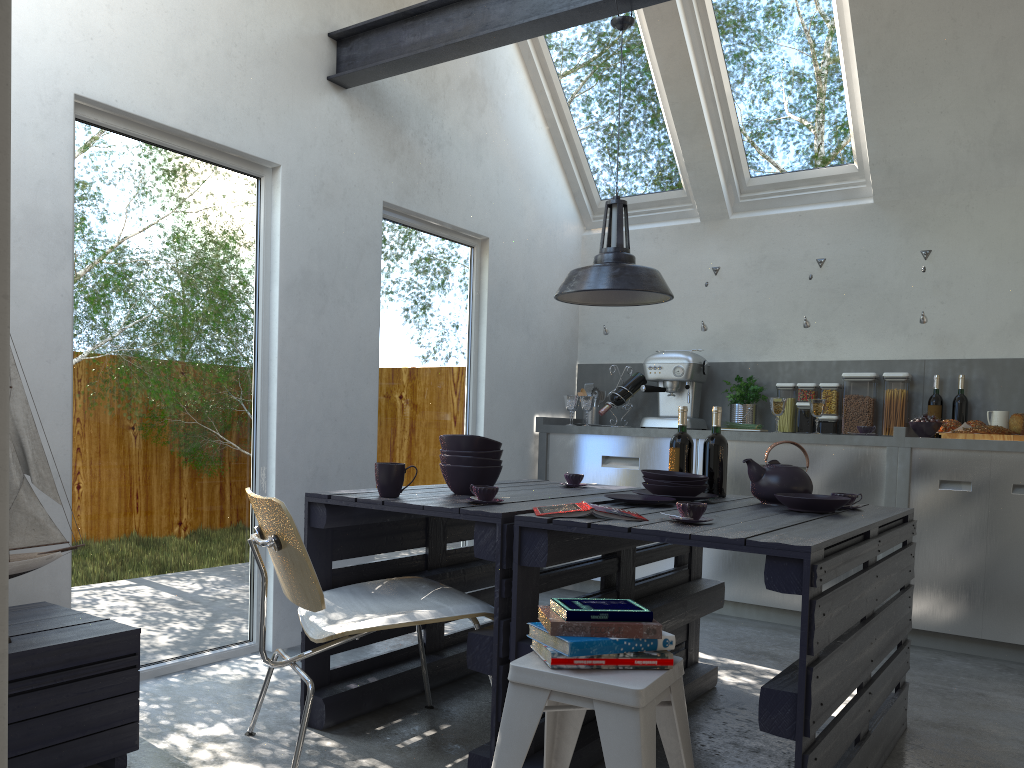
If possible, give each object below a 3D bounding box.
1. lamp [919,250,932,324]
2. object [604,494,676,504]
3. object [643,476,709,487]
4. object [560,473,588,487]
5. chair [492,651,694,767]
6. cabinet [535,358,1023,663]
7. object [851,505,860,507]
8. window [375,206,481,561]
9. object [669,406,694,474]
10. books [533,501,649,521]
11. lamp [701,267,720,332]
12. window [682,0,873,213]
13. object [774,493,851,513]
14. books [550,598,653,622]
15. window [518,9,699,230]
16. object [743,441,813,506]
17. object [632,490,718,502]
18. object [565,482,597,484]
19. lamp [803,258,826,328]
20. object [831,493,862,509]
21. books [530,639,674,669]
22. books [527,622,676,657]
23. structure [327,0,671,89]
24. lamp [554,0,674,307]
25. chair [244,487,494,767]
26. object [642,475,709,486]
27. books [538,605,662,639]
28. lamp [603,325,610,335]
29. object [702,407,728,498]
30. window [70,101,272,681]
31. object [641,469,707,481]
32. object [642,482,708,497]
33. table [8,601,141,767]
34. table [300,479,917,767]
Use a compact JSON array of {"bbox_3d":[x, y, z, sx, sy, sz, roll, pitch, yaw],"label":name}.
[{"bbox_3d":[2.192,-0.521,4.629,0.062,0.436,0.323,3,1,22],"label":"lamp"},{"bbox_3d":[0.428,0.389,2.936,0.248,0.019,0.220,0,-3,39],"label":"object"},{"bbox_3d":[0.585,0.368,3.140,0.242,0.063,0.216,0,-3,39],"label":"object"},{"bbox_3d":[0.259,0.401,3.652,0.121,0.056,0.111,1,-2,22],"label":"object"},{"bbox_3d":[0.195,0.901,2.063,0.443,0.506,0.414,2,0,29],"label":"chair"},{"bbox_3d":[1.520,0.590,4.983,3.016,1.481,0.535,1,1,35],"label":"cabinet"},{"bbox_3d":[1.149,0.418,2.976,0.124,0.013,0.029,5,-3,-44],"label":"object"},{"bbox_3d":[-0.492,0.192,4.809,0.062,2.134,0.928,4,2,33],"label":"window"},{"bbox_3d":[0.662,0.259,3.418,0.088,0.346,0.094,2,2,-18],"label":"object"},{"bbox_3d":[0.218,0.360,2.514,0.307,0.030,0.221,2,-3,3],"label":"books"},{"bbox_3d":[1.210,-0.523,5.325,0.062,0.436,0.323,3,1,22],"label":"lamp"},{"bbox_3d":[1.409,-1.776,4.660,0.879,1.393,1.394,3,0,34],"label":"window"},{"bbox_3d":[0.983,0.391,2.870,0.223,0.047,0.235,3,-3,-15],"label":"object"},{"bbox_3d":[0.208,0.534,2.066,0.201,0.025,0.146,2,-3,-8],"label":"books"},{"bbox_3d":[0.559,-1.771,5.271,0.879,1.400,1.401,3,0,34],"label":"window"},{"bbox_3d":[0.964,0.318,3.131,0.224,0.233,0.205,2,0,36],"label":"object"},{"bbox_3d":[0.584,0.404,3.144,0.283,0.024,0.308,3,-3,-24],"label":"object"},{"bbox_3d":[0.289,0.420,3.677,0.135,0.013,0.027,1,-2,14],"label":"object"},{"bbox_3d":[1.707,-0.522,4.968,0.063,0.438,0.313,4,1,33],"label":"lamp"},{"bbox_3d":[1.144,0.403,3.017,0.122,0.056,0.110,1,-2,27],"label":"object"},{"bbox_3d":[0.205,0.629,2.069,0.280,0.035,0.201,2,-3,-8],"label":"books"},{"bbox_3d":[0.206,0.595,2.067,0.273,0.033,0.206,3,-3,-24],"label":"books"},{"bbox_3d":[-0.537,-1.483,3.835,2.669,0.209,0.128,0,0,35],"label":"structure"},{"bbox_3d":[0.387,-0.861,3.193,0.456,1.100,0.405,3,2,34],"label":"lamp"},{"bbox_3d":[-0.447,0.746,2.732,0.739,0.821,0.725,2,0,-25],"label":"chair"},{"bbox_3d":[0.586,0.355,3.143,0.243,0.063,0.215,0,-3,39],"label":"object"},{"bbox_3d":[0.202,0.562,2.068,0.253,0.032,0.175,2,-3,-3],"label":"books"},{"bbox_3d":[0.681,-0.524,5.695,0.063,0.438,0.313,4,1,33],"label":"lamp"},{"bbox_3d":[0.778,0.259,3.346,0.088,0.346,0.094,1,2,-23],"label":"object"},{"bbox_3d":[-1.356,0.100,3.487,0.062,2.134,0.928,4,2,33],"label":"window"},{"bbox_3d":[0.580,0.343,3.144,0.242,0.058,0.216,0,-3,34],"label":"object"},{"bbox_3d":[0.583,0.383,3.141,0.223,0.047,0.235,3,-3,-15],"label":"object"},{"bbox_3d":[-1.556,0.895,2.369,0.554,0.416,0.874,2,-2,34],"label":"table"},{"bbox_3d":[0.366,0.800,3.051,1.695,0.798,1.421,1,-2,34],"label":"table"}]
